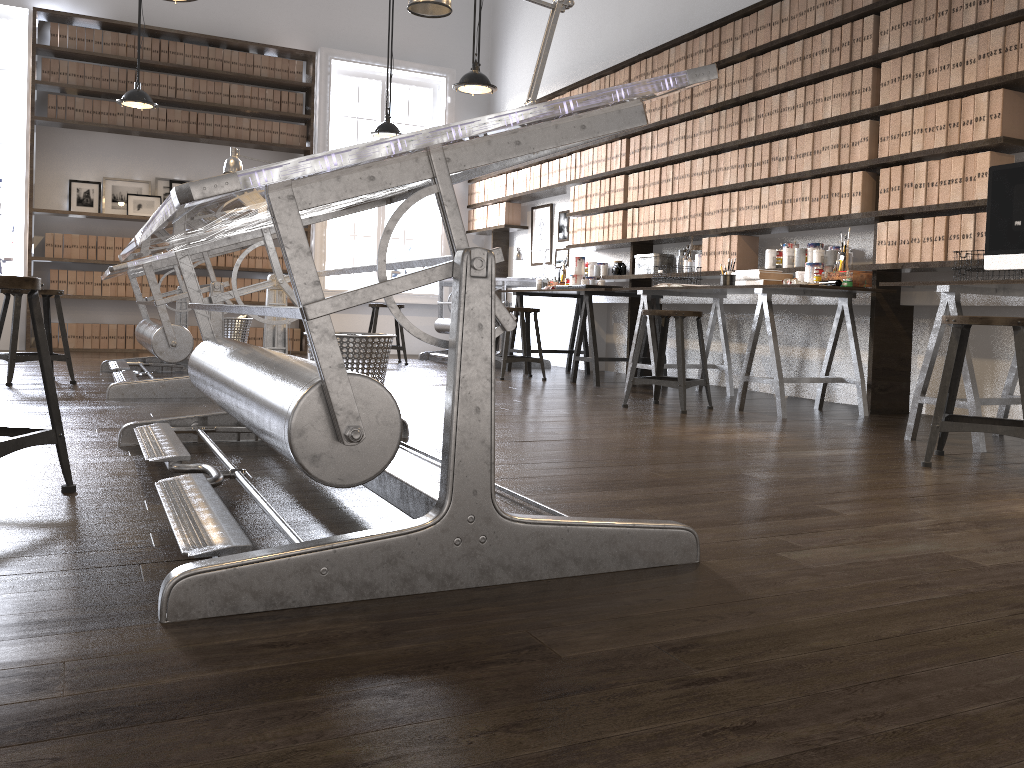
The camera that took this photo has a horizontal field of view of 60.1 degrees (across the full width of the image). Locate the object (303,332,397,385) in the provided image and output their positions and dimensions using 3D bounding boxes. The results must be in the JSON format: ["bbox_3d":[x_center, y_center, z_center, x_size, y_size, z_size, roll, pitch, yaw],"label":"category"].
[{"bbox_3d":[-0.628,-0.007,3.412,0.353,0.377,0.354,2,3,-4],"label":"object"}]

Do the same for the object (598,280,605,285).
[{"bbox_3d":[0.699,-0.765,6.924,0.062,0.094,0.062,3,3,23],"label":"object"}]

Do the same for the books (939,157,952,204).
[{"bbox_3d":[2.159,-0.971,4.288,0.174,0.225,0.067,1,2,-26],"label":"books"}]

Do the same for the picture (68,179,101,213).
[{"bbox_3d":[-3.938,-1.718,8.168,0.266,0.315,0.058,1,2,-26],"label":"picture"}]

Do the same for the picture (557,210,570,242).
[{"bbox_3d":[0.479,-1.449,8.137,0.022,0.284,0.202,1,3,-27],"label":"picture"}]

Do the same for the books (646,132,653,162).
[{"bbox_3d":[1.078,-1.733,6.532,0.174,0.225,0.067,1,2,-26],"label":"books"}]

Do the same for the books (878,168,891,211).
[{"bbox_3d":[2.001,-1.002,4.614,0.174,0.225,0.067,1,2,-26],"label":"books"}]

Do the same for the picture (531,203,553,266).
[{"bbox_3d":[0.286,-1.428,8.509,0.040,0.574,0.416,1,3,-26],"label":"picture"}]

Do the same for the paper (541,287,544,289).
[{"bbox_3d":[0.266,-0.770,7.191,0.137,0.038,0.155,-2,6,-41],"label":"paper"}]

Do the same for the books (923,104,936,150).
[{"bbox_3d":[2.122,-1.255,4.373,0.174,0.225,0.067,1,2,-26],"label":"books"}]

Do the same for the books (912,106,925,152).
[{"bbox_3d":[2.093,-1.260,4.429,0.174,0.225,0.067,1,2,-26],"label":"books"}]

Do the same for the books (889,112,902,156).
[{"bbox_3d":[2.033,-1.272,4.559,0.174,0.225,0.067,1,2,-26],"label":"books"}]

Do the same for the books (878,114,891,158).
[{"bbox_3d":[2.004,-1.278,4.622,0.174,0.225,0.067,1,2,-26],"label":"books"}]

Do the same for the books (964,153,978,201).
[{"bbox_3d":[2.216,-0.960,4.167,0.174,0.225,0.067,1,2,-26],"label":"books"}]

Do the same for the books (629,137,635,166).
[{"bbox_3d":[0.986,-1.752,6.732,0.174,0.225,0.067,1,2,-26],"label":"books"}]

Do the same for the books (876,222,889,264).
[{"bbox_3d":[1.989,-0.726,4.619,0.174,0.225,0.067,1,2,-26],"label":"books"}]

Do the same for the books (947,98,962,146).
[{"bbox_3d":[2.181,-1.243,4.253,0.174,0.225,0.067,1,2,-26],"label":"books"}]

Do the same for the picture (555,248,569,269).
[{"bbox_3d":[0.463,-1.157,8.154,0.023,0.183,0.252,1,3,-26],"label":"picture"}]

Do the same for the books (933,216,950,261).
[{"bbox_3d":[2.139,-0.696,4.305,0.174,0.225,0.067,1,2,-26],"label":"books"}]

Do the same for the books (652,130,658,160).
[{"bbox_3d":[1.113,-1.727,6.470,0.174,0.225,0.067,1,2,-26],"label":"books"}]

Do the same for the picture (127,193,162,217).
[{"bbox_3d":[-3.447,-1.666,8.304,0.299,0.229,0.145,0,3,-26],"label":"picture"}]

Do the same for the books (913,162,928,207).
[{"bbox_3d":[2.093,-0.983,4.414,0.174,0.225,0.067,1,2,-26],"label":"books"}]

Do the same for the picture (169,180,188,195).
[{"bbox_3d":[-3.090,-1.753,8.504,0.373,0.391,0.149,1,2,-26],"label":"picture"}]

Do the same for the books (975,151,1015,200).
[{"bbox_3d":[2.242,-0.954,4.110,0.174,0.225,0.067,1,2,-26],"label":"books"}]

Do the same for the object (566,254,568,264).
[{"bbox_3d":[0.445,-0.951,7.247,0.021,0.228,0.007,2,2,-14],"label":"object"}]

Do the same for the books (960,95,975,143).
[{"bbox_3d":[2.212,-1.237,4.190,0.174,0.225,0.067,1,2,-26],"label":"books"}]

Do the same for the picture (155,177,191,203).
[{"bbox_3d":[-3.225,-1.764,8.496,0.369,0.405,0.091,1,2,-26],"label":"picture"}]

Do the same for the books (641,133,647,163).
[{"bbox_3d":[1.051,-1.739,6.598,0.174,0.225,0.067,1,2,-26],"label":"books"}]

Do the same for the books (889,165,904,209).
[{"bbox_3d":[2.029,-0.996,4.545,0.174,0.225,0.067,1,2,-26],"label":"books"}]

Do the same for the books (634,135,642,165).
[{"bbox_3d":[1.014,-1.746,6.663,0.174,0.225,0.067,1,2,-26],"label":"books"}]

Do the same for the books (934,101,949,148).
[{"bbox_3d":[2.147,-1.249,4.311,0.174,0.225,0.067,1,2,-26],"label":"books"}]

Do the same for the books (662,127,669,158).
[{"bbox_3d":[1.168,-1.715,6.343,0.174,0.225,0.067,1,2,-26],"label":"books"}]

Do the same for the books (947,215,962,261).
[{"bbox_3d":[2.177,-0.689,4.240,0.174,0.225,0.067,1,2,-26],"label":"books"}]

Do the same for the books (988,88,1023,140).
[{"bbox_3d":[2.275,-1.225,4.062,0.174,0.225,0.067,1,2,-26],"label":"books"}]

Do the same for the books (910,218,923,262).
[{"bbox_3d":[2.081,-0.708,4.432,0.174,0.225,0.067,1,2,-26],"label":"books"}]

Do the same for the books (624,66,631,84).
[{"bbox_3d":[0.952,-2.312,6.812,0.174,0.225,0.067,1,2,-26],"label":"books"}]

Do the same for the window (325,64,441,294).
[{"bbox_3d":[-1.362,-2.097,9.269,1.244,2.306,0.153,1,2,-26],"label":"window"}]

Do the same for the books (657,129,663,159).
[{"bbox_3d":[1.144,-1.721,6.406,0.174,0.225,0.067,1,2,-26],"label":"books"}]

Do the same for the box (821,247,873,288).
[{"bbox_3d":[1.720,-0.599,4.548,0.137,0.207,0.212,1,3,-26],"label":"box"}]

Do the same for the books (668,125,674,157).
[{"bbox_3d":[1.201,-1.709,6.285,0.174,0.225,0.067,1,2,-26],"label":"books"}]

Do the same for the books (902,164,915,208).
[{"bbox_3d":[2.066,-0.990,4.480,0.174,0.225,0.067,1,2,-26],"label":"books"}]

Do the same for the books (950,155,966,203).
[{"bbox_3d":[2.183,-0.965,4.225,0.174,0.225,0.067,1,2,-26],"label":"books"}]

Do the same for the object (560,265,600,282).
[{"bbox_3d":[0.568,-0.903,7.255,0.345,0.146,0.077,2,2,-3],"label":"object"}]

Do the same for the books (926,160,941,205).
[{"bbox_3d":[2.128,-0.977,4.352,0.174,0.225,0.067,1,2,-26],"label":"books"}]

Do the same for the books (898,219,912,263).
[{"bbox_3d":[2.049,-0.713,4.487,0.174,0.225,0.067,1,2,-26],"label":"books"}]

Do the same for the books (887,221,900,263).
[{"bbox_3d":[2.018,-0.719,4.552,0.174,0.225,0.067,1,2,-26],"label":"books"}]

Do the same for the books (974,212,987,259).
[{"bbox_3d":[2.238,-0.677,4.112,0.174,0.225,0.067,1,2,-26],"label":"books"}]

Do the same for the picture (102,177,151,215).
[{"bbox_3d":[-3.610,-1.742,8.305,0.415,0.365,0.083,0,2,-26],"label":"picture"}]

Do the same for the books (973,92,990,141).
[{"bbox_3d":[2.239,-1.231,4.124,0.174,0.225,0.067,1,2,-26],"label":"books"}]

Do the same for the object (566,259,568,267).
[{"bbox_3d":[0.441,-0.936,7.236,0.006,0.192,0.055,1,2,-27],"label":"object"}]

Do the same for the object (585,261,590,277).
[{"bbox_3d":[0.641,-0.963,7.468,0.051,0.139,0.050,1,2,-28],"label":"object"}]

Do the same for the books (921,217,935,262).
[{"bbox_3d":[2.112,-0.702,4.374,0.174,0.225,0.067,1,2,-26],"label":"books"}]

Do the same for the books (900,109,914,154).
[{"bbox_3d":[2.060,-1.266,4.494,0.174,0.225,0.067,1,2,-26],"label":"books"}]

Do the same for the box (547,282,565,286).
[{"bbox_3d":[0.398,-0.798,7.271,0.137,0.083,0.212,0,5,-26],"label":"box"}]

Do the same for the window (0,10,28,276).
[{"bbox_3d":[-4.980,-2.084,7.646,1.482,2.494,0.153,1,2,-26],"label":"window"}]

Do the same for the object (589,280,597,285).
[{"bbox_3d":[0.635,-0.768,6.945,0.062,0.093,0.063,3,3,23],"label":"object"}]

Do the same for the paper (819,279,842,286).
[{"bbox_3d":[1.571,-0.512,4.497,0.137,0.038,0.155,1,4,-11],"label":"paper"}]

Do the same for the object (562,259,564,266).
[{"bbox_3d":[0.428,-0.932,7.252,0.008,0.186,0.071,1,2,-25],"label":"object"}]

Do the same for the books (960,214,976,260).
[{"bbox_3d":[2.203,-0.683,4.174,0.174,0.225,0.067,1,2,-26],"label":"books"}]
